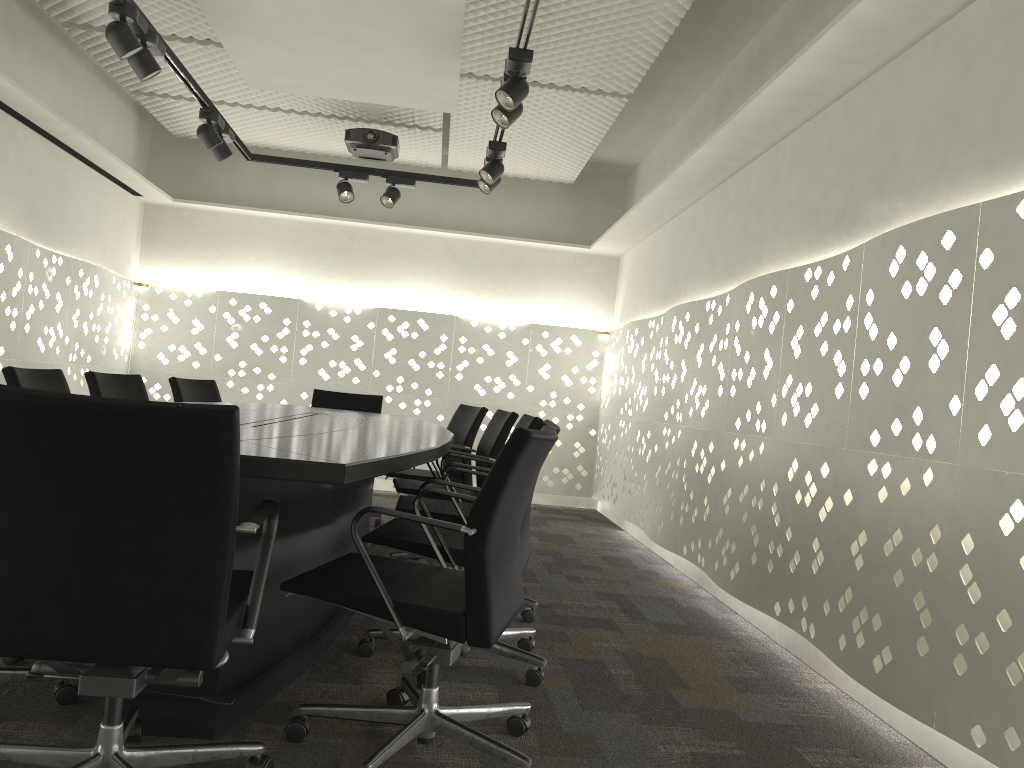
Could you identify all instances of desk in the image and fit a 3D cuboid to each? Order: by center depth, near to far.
[{"bbox_3d":[-0.858,0.458,3.331,1.223,0.658,3.364,6,-1,-5],"label":"desk"}]

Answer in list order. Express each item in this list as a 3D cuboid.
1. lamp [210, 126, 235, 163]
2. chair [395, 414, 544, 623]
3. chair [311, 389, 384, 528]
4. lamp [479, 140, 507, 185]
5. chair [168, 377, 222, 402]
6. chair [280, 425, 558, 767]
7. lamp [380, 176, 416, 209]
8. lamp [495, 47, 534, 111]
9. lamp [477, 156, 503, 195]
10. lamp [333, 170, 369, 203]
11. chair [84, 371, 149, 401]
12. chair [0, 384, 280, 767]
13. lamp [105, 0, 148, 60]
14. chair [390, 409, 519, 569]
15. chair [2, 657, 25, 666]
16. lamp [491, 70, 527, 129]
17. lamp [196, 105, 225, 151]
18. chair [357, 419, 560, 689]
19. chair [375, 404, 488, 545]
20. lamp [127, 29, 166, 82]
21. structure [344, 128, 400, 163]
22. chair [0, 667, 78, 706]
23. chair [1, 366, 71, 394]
[{"bbox_3d":[-1.500,-1.252,4.601,0.126,0.224,0.213,6,-1,-2],"label":"lamp"},{"bbox_3d":[-0.162,0.476,3.354,0.579,0.757,0.559,6,-1,0],"label":"chair"},{"bbox_3d":[-0.983,0.425,5.109,0.559,0.757,0.579,6,-1,0],"label":"chair"},{"bbox_3d":[-0.098,-1.117,4.450,0.126,0.224,0.213,6,-1,-2],"label":"lamp"},{"bbox_3d":[-1.497,0.366,4.606,0.579,0.757,0.559,5,-1,15],"label":"chair"},{"bbox_3d":[-0.185,0.451,1.988,0.579,0.757,0.559,5,-1,15],"label":"chair"},{"bbox_3d":[-0.685,-1.160,5.322,0.214,0.224,0.118,6,-1,-16],"label":"lamp"},{"bbox_3d":[0.005,-1.127,3.273,0.126,0.224,0.213,6,-1,-2],"label":"lamp"},{"bbox_3d":[-0.117,-1.115,4.672,0.126,0.224,0.213,6,-1,-2],"label":"lamp"},{"bbox_3d":[-0.966,-1.188,5.288,0.213,0.224,0.126,6,-1,-2],"label":"lamp"},{"bbox_3d":[-1.570,0.346,3.872,0.579,0.757,0.559,5,-1,10],"label":"chair"},{"bbox_3d":[-0.725,0.392,1.645,0.559,0.757,0.579,6,-1,0],"label":"chair"},{"bbox_3d":[-1.375,-1.264,3.176,0.126,0.224,0.213,6,-1,-2],"label":"lamp"},{"bbox_3d":[-0.258,0.478,4.018,0.579,0.757,0.559,6,-1,-5],"label":"chair"},{"bbox_3d":[-1.422,0.339,2.554,0.579,0.757,0.559,6,-1,-5],"label":"chair"},{"bbox_3d":[-0.014,-1.125,3.495,0.126,0.224,0.213,6,-1,-2],"label":"lamp"},{"bbox_3d":[-1.480,-1.254,4.379,0.126,0.224,0.213,6,-1,-2],"label":"lamp"},{"bbox_3d":[-0.139,0.467,2.679,0.579,0.757,0.559,5,-1,10],"label":"chair"},{"bbox_3d":[-0.432,0.472,4.680,0.579,0.757,0.559,6,-1,-15],"label":"chair"},{"bbox_3d":[-1.395,-1.262,3.399,0.126,0.224,0.213,6,-1,-2],"label":"lamp"},{"bbox_3d":[-0.884,-1.514,5.625,0.327,0.144,0.371,6,-1,-5],"label":"structure"},{"bbox_3d":[-1.245,0.346,1.964,0.579,0.757,0.559,6,-1,-15],"label":"chair"},{"bbox_3d":[-1.561,0.337,3.234,0.579,0.757,0.559,6,-1,0],"label":"chair"}]
